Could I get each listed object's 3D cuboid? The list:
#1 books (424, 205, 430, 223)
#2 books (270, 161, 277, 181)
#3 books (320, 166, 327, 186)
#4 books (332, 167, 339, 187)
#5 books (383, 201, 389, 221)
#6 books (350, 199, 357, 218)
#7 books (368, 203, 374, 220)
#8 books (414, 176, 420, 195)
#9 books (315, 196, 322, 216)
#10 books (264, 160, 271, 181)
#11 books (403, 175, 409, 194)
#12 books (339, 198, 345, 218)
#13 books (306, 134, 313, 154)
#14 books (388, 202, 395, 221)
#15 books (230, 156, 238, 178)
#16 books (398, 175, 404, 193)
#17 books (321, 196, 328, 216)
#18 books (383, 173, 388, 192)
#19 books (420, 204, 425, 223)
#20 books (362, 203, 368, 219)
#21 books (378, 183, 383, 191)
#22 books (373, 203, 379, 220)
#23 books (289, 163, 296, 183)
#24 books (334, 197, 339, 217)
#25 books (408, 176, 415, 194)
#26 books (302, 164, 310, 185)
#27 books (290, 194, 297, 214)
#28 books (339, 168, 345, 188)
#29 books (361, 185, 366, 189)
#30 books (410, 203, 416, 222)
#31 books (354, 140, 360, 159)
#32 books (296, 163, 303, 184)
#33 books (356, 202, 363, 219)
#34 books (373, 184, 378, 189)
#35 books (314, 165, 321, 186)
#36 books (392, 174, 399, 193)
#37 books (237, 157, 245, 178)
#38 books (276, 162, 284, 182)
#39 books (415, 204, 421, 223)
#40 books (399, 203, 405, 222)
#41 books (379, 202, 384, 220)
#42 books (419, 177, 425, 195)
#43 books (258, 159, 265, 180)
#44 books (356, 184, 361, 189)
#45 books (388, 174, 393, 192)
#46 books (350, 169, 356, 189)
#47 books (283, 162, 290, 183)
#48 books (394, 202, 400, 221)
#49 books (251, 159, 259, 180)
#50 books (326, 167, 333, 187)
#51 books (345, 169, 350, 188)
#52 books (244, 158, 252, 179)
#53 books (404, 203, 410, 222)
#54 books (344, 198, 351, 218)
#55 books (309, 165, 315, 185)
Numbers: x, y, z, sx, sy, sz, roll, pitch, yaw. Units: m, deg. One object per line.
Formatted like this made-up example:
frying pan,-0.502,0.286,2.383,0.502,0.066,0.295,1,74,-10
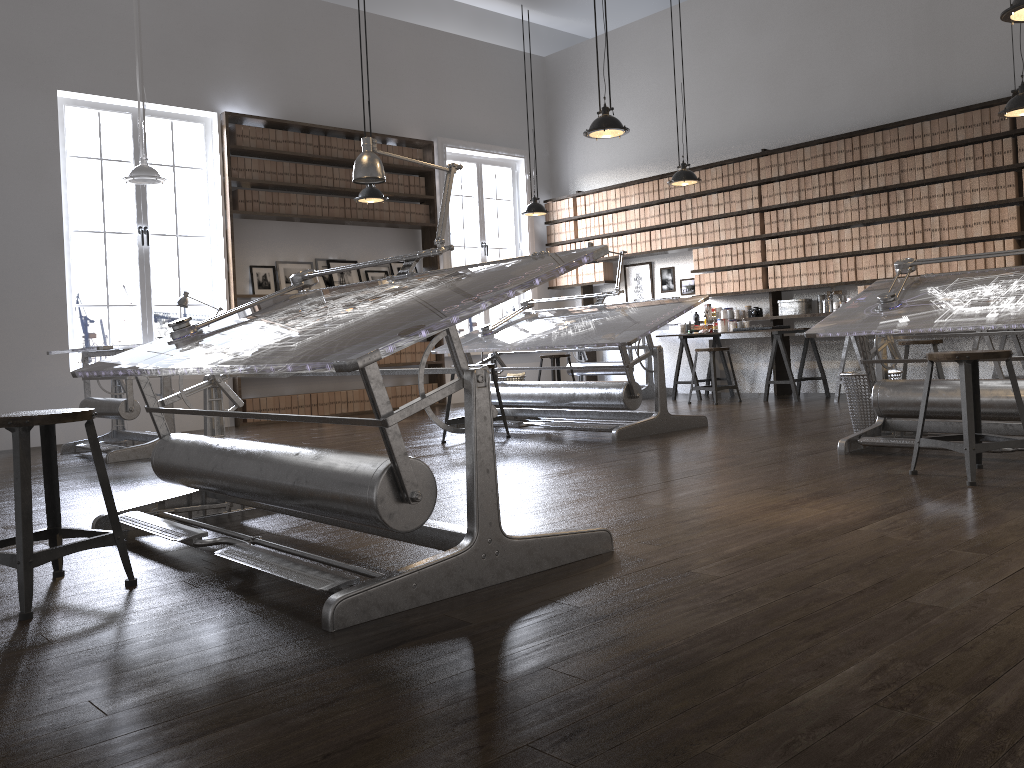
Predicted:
books,-1.020,-1.923,10.126,0.067,0.226,0.174,-3,0,-42
books,-2.429,-2.109,8.878,0.067,0.226,0.174,-3,0,-42
books,-2.006,-2.147,9.249,0.067,0.226,0.174,-3,0,-42
books,-1.898,-2.156,9.349,0.067,0.226,0.174,-3,0,-42
books,-1.431,-1.886,9.754,0.067,0.225,0.174,-3,0,-42
books,-1.738,-1.858,9.483,0.067,0.226,0.174,-3,0,-42
books,-1.579,-1.872,9.625,0.067,0.226,0.174,-3,0,-42
books,-1.126,-2.226,10.050,0.067,0.225,0.174,-3,0,-42
books,-2.050,-1.830,9.198,0.067,0.226,0.174,-3,0,-42
books,-2.475,-2.104,8.828,0.067,0.226,0.174,-3,0,-42
books,-1.237,-2.216,9.950,0.067,0.226,0.174,-3,0,-42
books,-1.849,-1.848,9.383,0.067,0.225,0.174,-3,0,-42
books,-2.132,-2.455,9.156,0.067,0.226,0.174,-3,0,-42
books,-1.376,-1.891,9.801,0.067,0.226,0.174,-3,0,-42
books,-2.734,-2.081,8.605,0.067,0.226,0.174,-3,0,-42
books,-1.287,-2.212,9.899,0.067,0.226,0.174,-3,0,-42
books,-1.994,-1.835,9.244,0.067,0.226,0.174,-3,0,-42
books,-1.441,-2.197,9.758,0.067,0.226,0.174,-3,0,-42
books,-1.072,-1.918,10.079,0.067,0.225,0.174,-3,0,-42
books,-1.632,-1.868,9.577,0.067,0.226,0.174,-3,0,-42
books,-1.494,-2.193,9.717,0.067,0.225,0.174,-3,0,-42
books,-1.525,-1.877,9.665,0.067,0.226,0.174,-3,0,-42
books,-2.271,-2.123,9.020,0.067,0.226,0.174,-3,0,-42
books,-1.896,-1.844,9.338,0.067,0.225,0.174,-3,0,-42
books,-1.177,-2.221,9.996,0.067,0.226,0.174,-3,0,-42
books,-2.160,-2.133,9.120,0.067,0.225,0.174,-3,0,-42
books,-2.260,-1.811,9.009,0.067,0.225,0.174,-3,0,-42
books,-1.845,-2.161,9.398,0.067,0.225,0.174,-3,0,-42
books,-1.647,-2.179,9.580,0.067,0.226,0.174,-3,0,-42
books,-1.165,-1.909,9.989,0.067,0.226,0.174,-3,0,-42
books,-1.708,-2.494,9.540,0.067,0.225,0.174,-3,0,-42
books,-2.212,-2.128,9.066,0.067,0.226,0.174,-3,0,-42
books,-1.682,-1.863,9.527,0.067,0.226,0.174,-3,0,-42
books,-1.539,-2.189,9.674,0.067,0.225,0.174,-3,0,-42
books,-2.060,-2.142,9.201,0.067,0.226,0.174,-3,0,-42
books,-1.342,-2.207,9.855,0.067,0.226,0.174,-3,0,-42
books,-2.681,-2.086,8.650,0.067,0.226,0.174,-3,0,-42
books,-2.376,-2.114,8.925,0.067,0.226,0.174,-3,0,-42
books,-1.116,-1.914,10.033,0.067,0.226,0.174,-3,0,-42
books,-1.276,-1.900,9.899,0.067,0.226,0.174,-3,0,-42
books,-1.479,-1.881,9.714,0.067,0.225,0.174,-3,0,-42
books,-1.068,-2.231,10.099,0.067,0.225,0.174,-3,0,-42
books,-2.528,-2.100,8.787,0.067,0.225,0.174,-3,0,-42
books,-1.700,-2.175,9.535,0.067,0.226,0.174,-3,0,-42
books,-1.395,-2.202,9.808,0.067,0.226,0.174,-3,0,-42
books,-1.747,-2.170,9.483,0.067,0.226,0.174,-3,0,-42
books,-2.321,-2.118,8.969,0.067,0.226,0.174,-3,0,-42
books,-1.326,-1.895,9.851,0.067,0.226,0.174,-3,0,-42
books,-2.573,-2.096,8.744,0.067,0.225,0.174,-3,0,-42
books,-1.955,-2.151,9.300,0.067,0.226,0.174,-3,0,-42
books,-1.800,-2.166,9.442,0.067,0.225,0.174,-3,0,-42
books,-2.626,-2.091,8.694,0.067,0.226,0.174,-3,0,-42
books,-1.221,-1.905,9.943,0.067,0.226,0.174,-3,0,-42
books,-1.790,-1.853,9.429,0.067,0.226,0.174,-3,0,-42
books,-2.110,-2.138,9.162,0.067,0.225,0.174,-3,0,-42
